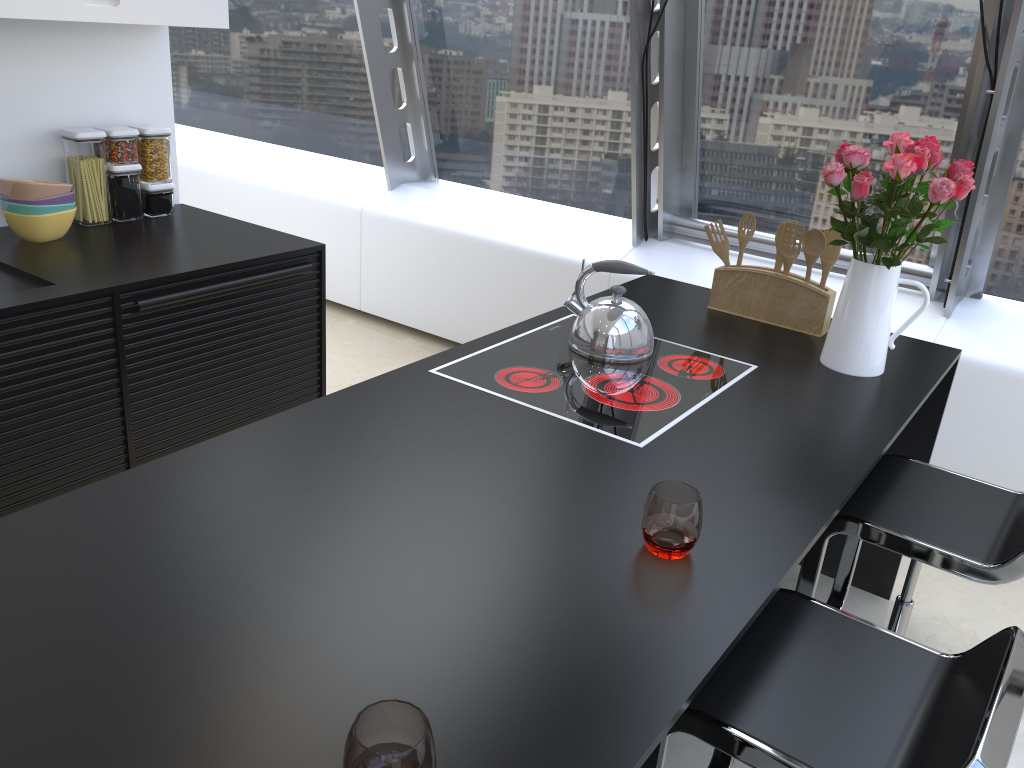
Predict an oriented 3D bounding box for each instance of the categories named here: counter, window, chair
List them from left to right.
[{"bbox_3d":[-6.429,-0.377,0.114,16.171,3.674,16.693,16,25,25],"label":"window"},{"bbox_3d":[-2.057,-0.084,1.855,0.804,0.025,3.738,19,26,31],"label":"counter"},{"bbox_3d":[-0.221,0.281,1.336,1.006,0.018,3.800,19,26,31],"label":"counter"},{"bbox_3d":[0.465,0.742,1.456,0.460,0.857,0.418,20,27,32],"label":"chair"},{"bbox_3d":[0.899,0.549,2.012,0.460,0.857,0.418,20,27,32],"label":"chair"}]

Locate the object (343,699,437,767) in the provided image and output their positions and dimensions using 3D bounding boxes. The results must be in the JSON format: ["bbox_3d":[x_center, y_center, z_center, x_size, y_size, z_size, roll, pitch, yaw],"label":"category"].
[{"bbox_3d":[-0.127,0.395,0.920,0.095,0.106,0.095,18,26,29],"label":"object"}]

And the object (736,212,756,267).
[{"bbox_3d":[0.687,-0.370,2.678,0.055,0.299,0.027,20,27,32],"label":"object"}]

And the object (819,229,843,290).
[{"bbox_3d":[0.891,-0.296,2.544,0.057,0.294,0.030,20,27,32],"label":"object"}]

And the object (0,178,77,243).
[{"bbox_3d":[-1.513,-0.562,2.834,0.185,0.205,0.205,13,24,20],"label":"object"}]

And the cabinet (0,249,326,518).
[{"bbox_3d":[-2.422,-0.453,1.079,0.831,2.901,5.157,19,26,31],"label":"cabinet"}]

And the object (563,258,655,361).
[{"bbox_3d":[0.268,-0.205,2.284,0.221,0.230,0.221,-5,24,-23],"label":"object"}]

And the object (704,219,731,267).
[{"bbox_3d":[0.655,-0.363,2.702,0.016,0.259,0.199,-16,30,-41],"label":"object"}]

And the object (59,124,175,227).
[{"bbox_3d":[-1.386,-0.744,3.144,0.113,0.315,0.365,19,26,31],"label":"object"}]

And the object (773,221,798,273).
[{"bbox_3d":[0.782,-0.335,2.615,0.061,0.299,0.040,18,26,30],"label":"object"}]

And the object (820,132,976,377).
[{"bbox_3d":[0.920,-0.321,2.220,0.350,0.596,0.327,23,29,37],"label":"object"}]

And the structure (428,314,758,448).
[{"bbox_3d":[0.216,-0.019,2.176,0.562,0.041,0.640,19,26,31],"label":"structure"}]

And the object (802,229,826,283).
[{"bbox_3d":[0.851,-0.302,2.550,0.068,0.298,0.039,20,27,32],"label":"object"}]

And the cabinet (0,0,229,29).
[{"bbox_3d":[-2.182,-1.013,1.626,0.343,0.515,3.741,19,26,31],"label":"cabinet"}]

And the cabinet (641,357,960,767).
[{"bbox_3d":[-0.255,0.675,1.499,1.007,0.838,3.800,19,26,31],"label":"cabinet"}]

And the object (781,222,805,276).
[{"bbox_3d":[0.798,-0.320,2.582,0.057,0.299,0.019,20,27,32],"label":"object"}]

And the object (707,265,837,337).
[{"bbox_3d":[0.770,-0.260,2.638,0.353,0.157,0.084,20,27,32],"label":"object"}]

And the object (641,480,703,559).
[{"bbox_3d":[0.256,0.220,1.423,0.095,0.106,0.095,-10,27,-32],"label":"object"}]
